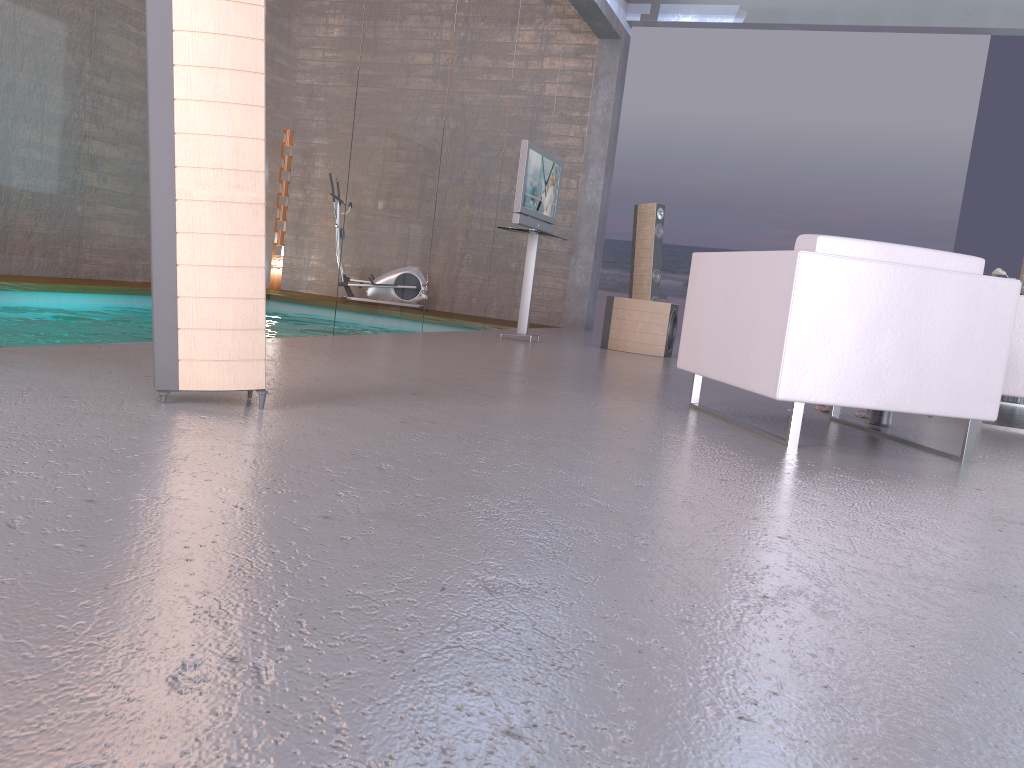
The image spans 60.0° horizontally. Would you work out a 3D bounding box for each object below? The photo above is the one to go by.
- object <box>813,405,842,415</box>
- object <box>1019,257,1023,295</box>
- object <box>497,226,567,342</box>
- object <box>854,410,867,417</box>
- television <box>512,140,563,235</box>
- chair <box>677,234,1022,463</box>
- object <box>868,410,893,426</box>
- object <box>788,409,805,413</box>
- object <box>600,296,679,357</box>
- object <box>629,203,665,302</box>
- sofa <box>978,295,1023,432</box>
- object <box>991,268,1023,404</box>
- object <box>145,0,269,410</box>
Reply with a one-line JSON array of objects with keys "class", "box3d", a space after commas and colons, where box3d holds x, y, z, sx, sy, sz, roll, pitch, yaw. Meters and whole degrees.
[{"class": "object", "box3d": [1.671, 0.108, 4.672, 0.079, 0.087, 0.235, 5, 7, -15]}, {"class": "object", "box3d": [4.543, -0.566, 7.874, 0.243, 1.363, 0.333, 10, 7, 24]}, {"class": "object", "box3d": [0.134, -0.845, 7.482, 0.360, 0.958, 0.818, 9, 7, 18]}, {"class": "object", "box3d": [1.852, 0.138, 4.603, 0.079, 0.087, 0.235, 6, 7, -4]}, {"class": "television", "box3d": [0.227, -1.612, 7.389, 0.054, 0.644, 1.000, 9, 7, 18]}, {"class": "chair", "box3d": [1.350, -0.192, 3.800, 0.936, 0.808, 1.026, 5, 7, -12]}, {"class": "object", "box3d": [1.845, -0.013, 4.368, 0.109, 0.435, 0.109, 0, 9, -44]}, {"class": "object", "box3d": [1.472, 0.026, 4.539, 0.091, 0.233, 0.091, 1, 9, -44]}, {"class": "object", "box3d": [1.130, -0.511, 7.822, 0.604, 0.459, 0.514, 9, 7, 18]}, {"class": "object", "box3d": [1.407, -1.179, 9.454, 0.444, 1.469, 0.244, 13, 9, 43]}, {"class": "sofa", "box3d": [3.443, -0.180, 5.786, 1.026, 0.824, 2.353, 9, 7, 18]}, {"class": "object", "box3d": [4.042, -0.381, 7.121, 0.400, 1.051, 0.387, 2, 8, -34]}, {"class": "object", "box3d": [-0.919, -0.676, 2.668, 0.444, 1.473, 0.244, 4, 7, -26]}]
